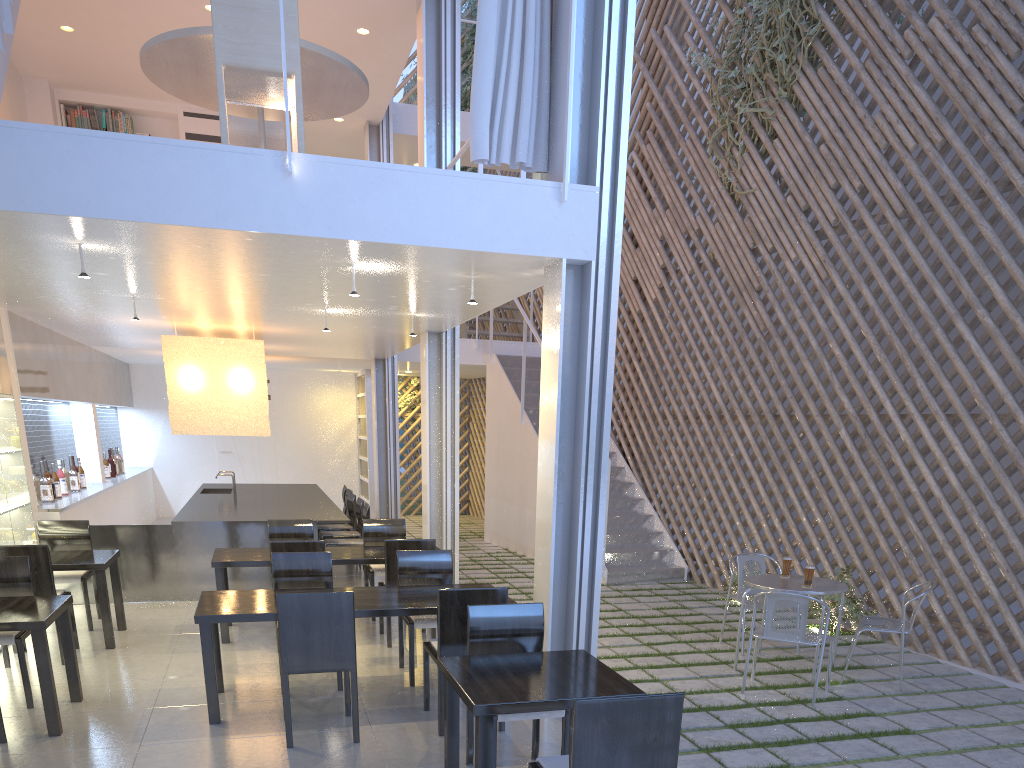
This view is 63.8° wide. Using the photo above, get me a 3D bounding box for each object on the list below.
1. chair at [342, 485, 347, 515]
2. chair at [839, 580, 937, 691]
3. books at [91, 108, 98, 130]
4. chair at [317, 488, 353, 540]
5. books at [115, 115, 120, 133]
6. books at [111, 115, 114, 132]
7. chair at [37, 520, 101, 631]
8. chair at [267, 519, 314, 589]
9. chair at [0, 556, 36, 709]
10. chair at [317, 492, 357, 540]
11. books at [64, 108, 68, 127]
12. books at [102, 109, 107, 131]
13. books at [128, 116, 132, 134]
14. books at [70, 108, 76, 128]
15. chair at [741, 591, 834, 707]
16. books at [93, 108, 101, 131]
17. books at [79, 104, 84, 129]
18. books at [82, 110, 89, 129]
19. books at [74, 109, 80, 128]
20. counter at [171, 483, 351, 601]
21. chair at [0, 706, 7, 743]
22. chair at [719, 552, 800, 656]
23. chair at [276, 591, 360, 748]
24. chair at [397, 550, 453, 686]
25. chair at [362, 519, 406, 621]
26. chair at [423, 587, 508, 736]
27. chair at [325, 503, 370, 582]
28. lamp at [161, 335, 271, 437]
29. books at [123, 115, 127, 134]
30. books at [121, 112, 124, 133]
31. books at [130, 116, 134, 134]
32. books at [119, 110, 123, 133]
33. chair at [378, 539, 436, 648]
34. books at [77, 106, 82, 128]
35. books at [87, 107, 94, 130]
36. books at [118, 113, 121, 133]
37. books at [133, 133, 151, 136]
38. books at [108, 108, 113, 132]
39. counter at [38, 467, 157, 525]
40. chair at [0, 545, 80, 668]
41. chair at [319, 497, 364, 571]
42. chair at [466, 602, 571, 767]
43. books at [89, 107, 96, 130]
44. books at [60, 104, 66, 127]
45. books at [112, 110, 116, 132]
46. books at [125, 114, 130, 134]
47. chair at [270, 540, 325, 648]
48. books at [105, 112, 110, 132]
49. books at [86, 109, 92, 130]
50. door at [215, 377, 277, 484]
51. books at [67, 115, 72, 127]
[{"bbox_3d":[-1.252,0.913,5.637,0.239,0.470,0.174,-2,15,-14],"label":"chair"},{"bbox_3d":[1.312,0.861,2.877,0.245,0.407,0.245,7,13,23],"label":"chair"},{"bbox_3d":[-2.421,-1.513,4.791,0.024,0.155,0.077,-4,14,-17],"label":"books"},{"bbox_3d":[-1.160,0.899,5.329,0.238,0.470,0.175,-3,15,-18],"label":"chair"},{"bbox_3d":[-2.307,-1.496,4.827,0.018,0.130,0.079,-4,13,-17],"label":"books"},{"bbox_3d":[-2.331,-1.497,4.822,0.006,0.129,0.075,-4,13,-17],"label":"books"},{"bbox_3d":[-1.812,0.779,3.334,0.191,0.470,0.219,-3,14,-16],"label":"chair"},{"bbox_3d":[-0.944,0.813,3.567,0.191,0.470,0.219,-3,14,-16],"label":"chair"},{"bbox_3d":[-1.534,0.739,2.440,0.191,0.470,0.219,-3,14,-16],"label":"chair"},{"bbox_3d":[-1.082,0.885,5.017,0.238,0.470,0.175,-4,15,-20],"label":"chair"},{"bbox_3d":[-2.566,-1.508,4.748,0.006,0.132,0.088,-4,12,-17],"label":"books"},{"bbox_3d":[-2.376,-1.511,4.807,0.026,0.153,0.073,-4,14,-17],"label":"books"},{"bbox_3d":[-2.241,-1.494,4.843,0.006,0.130,0.083,-4,12,-17],"label":"books"},{"bbox_3d":[-2.535,-1.510,4.768,0.020,0.140,0.065,-4,14,-17],"label":"books"},{"bbox_3d":[0.901,0.840,2.678,0.257,0.408,0.233,8,14,28],"label":"chair"},{"bbox_3d":[-2.413,-1.512,4.794,0.024,0.155,0.077,-4,14,-17],"label":"books"},{"bbox_3d":[-2.485,-1.520,4.772,0.011,0.164,0.076,-4,14,-17],"label":"books"},{"bbox_3d":[-2.467,-1.504,4.777,0.020,0.132,0.085,-4,12,-17],"label":"books"},{"bbox_3d":[-2.514,-1.509,4.774,0.020,0.140,0.065,-4,14,-17],"label":"books"},{"bbox_3d":[-1.536,0.898,5.096,0.813,0.396,2.393,1,-2,-17],"label":"counter"},{"bbox_3d":[-1.391,0.719,1.984,0.191,0.470,0.219,-3,14,-16],"label":"chair"},{"bbox_3d":[0.986,0.873,3.285,0.262,0.408,0.228,-2,13,-16],"label":"chair"},{"bbox_3d":[-0.533,0.755,2.248,0.191,0.470,0.219,-3,14,-16],"label":"chair"},{"bbox_3d":[-0.272,0.790,2.785,0.191,0.470,0.219,-3,14,-16],"label":"chair"},{"bbox_3d":[-0.550,0.829,3.679,0.191,0.470,0.219,-3,14,-16],"label":"chair"},{"bbox_3d":[-0.140,0.771,2.360,0.191,0.470,0.219,-3,14,-16],"label":"chair"},{"bbox_3d":[-0.884,0.858,4.405,0.239,0.470,0.174,-2,15,-14],"label":"chair"},{"bbox_3d":[-1.668,0.061,4.796,0.446,0.448,2.190,-1,-1,-17],"label":"lamp"},{"bbox_3d":[-2.266,-1.496,4.834,0.015,0.133,0.086,-4,12,-17],"label":"books"},{"bbox_3d":[-2.277,-1.502,4.828,0.008,0.144,0.088,-4,13,-17],"label":"books"},{"bbox_3d":[-2.237,-1.497,4.852,0.006,0.138,0.066,-4,14,-17],"label":"books"},{"bbox_3d":[-2.287,-1.508,4.826,0.009,0.156,0.083,-4,14,-17],"label":"books"},{"bbox_3d":[-0.418,0.811,3.253,0.191,0.470,0.219,-3,14,-16],"label":"chair"},{"bbox_3d":[-2.496,-1.516,4.769,0.011,0.155,0.079,-4,14,-17],"label":"books"},{"bbox_3d":[-2.439,-1.514,4.786,0.024,0.155,0.077,-4,14,-17],"label":"books"},{"bbox_3d":[-2.294,-1.500,4.824,0.005,0.138,0.088,-4,12,-17],"label":"books"},{"bbox_3d":[-2.185,-1.463,4.873,0.094,0.022,0.060,2,0,-11],"label":"books"},{"bbox_3d":[-2.340,-1.514,4.811,0.015,0.164,0.081,-4,14,-17],"label":"books"},{"bbox_3d":[-2.662,0.862,5.394,0.231,0.459,3.455,-3,-1,-17],"label":"counter"},{"bbox_3d":[-1.669,0.759,2.877,0.191,0.470,0.219,-3,14,-16],"label":"chair"},{"bbox_3d":[-0.976,0.872,4.713,0.239,0.470,0.175,-3,15,-18],"label":"chair"},{"bbox_3d":[0.012,0.755,1.963,0.191,0.470,0.219,-3,14,-16],"label":"chair"},{"bbox_3d":[-2.430,-1.513,4.789,0.024,0.155,0.077,-4,14,-17],"label":"books"},{"bbox_3d":[-2.577,-1.518,4.745,0.015,0.152,0.082,-4,13,-17],"label":"books"},{"bbox_3d":[-2.321,-1.507,4.818,0.010,0.151,0.082,-4,13,-17],"label":"books"},{"bbox_3d":[-2.251,-1.498,4.837,0.015,0.138,0.088,-4,12,-17],"label":"books"},{"bbox_3d":[-0.811,0.795,3.141,0.191,0.470,0.219,-3,14,-16],"label":"chair"},{"bbox_3d":[-2.355,-1.501,4.810,0.015,0.135,0.082,-4,13,-17],"label":"books"},{"bbox_3d":[-2.452,-1.506,4.779,0.007,0.138,0.089,-4,12,-17],"label":"books"},{"bbox_3d":[-2.112,0.433,4.600,0.481,1.241,5.230,0,-2,-5],"label":"door"},{"bbox_3d":[-2.558,-1.494,4.770,0.020,0.106,0.058,-4,13,-17],"label":"books"}]
